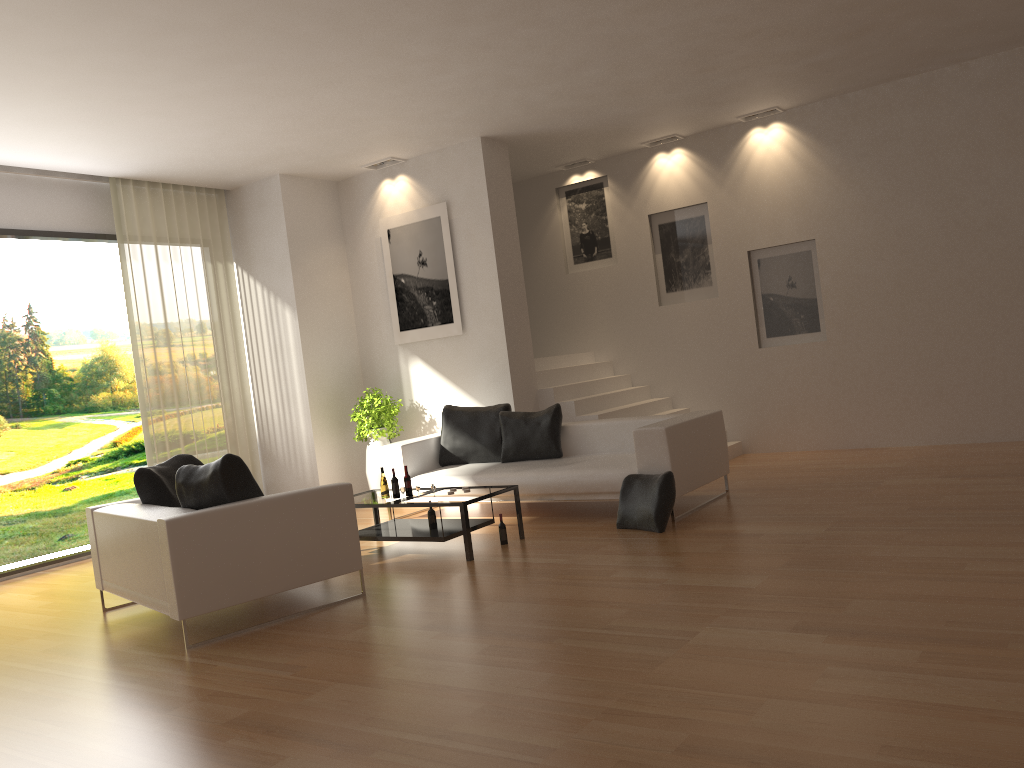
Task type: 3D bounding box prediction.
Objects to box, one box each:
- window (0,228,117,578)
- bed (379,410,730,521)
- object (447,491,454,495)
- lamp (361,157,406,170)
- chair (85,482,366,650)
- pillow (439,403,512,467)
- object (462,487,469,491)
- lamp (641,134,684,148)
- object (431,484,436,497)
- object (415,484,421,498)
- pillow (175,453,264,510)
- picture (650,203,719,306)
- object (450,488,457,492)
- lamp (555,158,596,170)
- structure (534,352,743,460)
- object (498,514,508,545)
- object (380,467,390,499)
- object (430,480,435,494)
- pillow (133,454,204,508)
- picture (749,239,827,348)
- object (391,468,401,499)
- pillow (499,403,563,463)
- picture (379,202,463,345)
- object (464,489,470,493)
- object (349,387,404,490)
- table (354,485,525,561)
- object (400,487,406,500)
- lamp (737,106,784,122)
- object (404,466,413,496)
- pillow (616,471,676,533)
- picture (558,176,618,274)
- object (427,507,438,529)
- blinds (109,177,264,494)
[{"bbox_3d":[-4.783,0.160,8.129,0.152,3.189,5.198,-6,2,35],"label":"window"},{"bbox_3d":[0.309,0.782,8.215,3.075,0.761,1.262,-6,2,35],"label":"bed"},{"bbox_3d":[-0.471,0.841,6.838,0.052,0.021,0.052,-8,1,-33],"label":"object"},{"bbox_3d":[-1.434,-2.510,9.812,0.446,0.166,0.243,-6,2,35],"label":"lamp"},{"bbox_3d":[-1.948,1.113,6.012,1.262,0.761,1.671,-8,2,-40],"label":"chair"},{"bbox_3d":[-0.358,0.512,8.821,0.755,0.666,0.346,-7,1,21],"label":"pillow"},{"bbox_3d":[-0.367,0.825,6.989,0.052,0.021,0.052,-7,1,12],"label":"object"},{"bbox_3d":[1.754,-2.922,10.393,0.446,0.166,0.243,-6,2,35],"label":"lamp"},{"bbox_3d":[-0.606,0.825,6.861,0.039,0.101,0.039,-7,1,-7],"label":"object"},{"bbox_3d":[-0.734,0.839,6.944,0.039,0.101,0.039,-7,1,-7],"label":"object"},{"bbox_3d":[-1.792,0.763,5.550,0.506,0.666,0.324,-7,1,25],"label":"pillow"},{"bbox_3d":[2.057,-1.534,10.575,0.802,1.155,0.005,-6,2,35],"label":"picture"},{"bbox_3d":[-0.462,0.837,6.986,0.052,0.021,0.052,-7,1,12],"label":"object"},{"bbox_3d":[0.782,-2.815,11.072,0.446,0.166,0.243,-6,2,35],"label":"lamp"},{"bbox_3d":[0.194,0.409,10.867,4.625,1.403,1.839,-6,2,35],"label":"structure"},{"bbox_3d":[-0.073,1.124,6.846,0.059,0.244,0.059,-7,1,11],"label":"object"},{"bbox_3d":[-1.030,0.798,7.139,0.067,0.257,0.068,-8,2,-37],"label":"object"},{"bbox_3d":[-0.630,0.823,7.090,0.039,0.101,0.039,-7,1,-7],"label":"object"},{"bbox_3d":[-2.379,0.812,6.382,0.291,0.598,0.660,-7,1,24],"label":"pillow"},{"bbox_3d":[3.089,-0.994,9.924,0.802,1.155,0.005,-6,2,35],"label":"picture"},{"bbox_3d":[-0.934,0.794,7.080,0.059,0.244,0.059,-6,2,35],"label":"object"},{"bbox_3d":[0.187,0.476,8.468,0.628,0.524,0.270,-7,1,18],"label":"pillow"},{"bbox_3d":[-1.017,-1.199,9.789,0.979,1.431,0.004,-6,2,35],"label":"picture"},{"bbox_3d":[-0.347,0.825,6.848,0.052,0.021,0.052,-7,1,12],"label":"object"},{"bbox_3d":[-1.463,0.686,9.888,0.631,1.324,0.570,-8,2,-41],"label":"object"},{"bbox_3d":[-0.760,1.122,7.112,1.566,0.460,0.709,-6,2,35],"label":"table"},{"bbox_3d":[-0.848,0.854,6.918,0.039,0.101,0.039,-7,1,-13],"label":"object"},{"bbox_3d":[2.712,-3.028,9.723,0.446,0.166,0.243,-6,2,35],"label":"lamp"},{"bbox_3d":[-0.839,0.780,7.126,0.057,0.248,0.057,-8,2,-37],"label":"object"},{"bbox_3d":[1.048,0.906,6.813,0.340,0.457,0.503,-8,2,-37],"label":"pillow"},{"bbox_3d":[0.965,-2.014,11.273,0.802,1.155,0.005,-6,2,35],"label":"picture"},{"bbox_3d":[-0.629,1.033,6.964,0.065,0.217,0.065,-7,1,17],"label":"object"},{"bbox_3d":[-3.509,-0.365,9.659,0.143,3.861,1.409,-6,1,32],"label":"blinds"}]
